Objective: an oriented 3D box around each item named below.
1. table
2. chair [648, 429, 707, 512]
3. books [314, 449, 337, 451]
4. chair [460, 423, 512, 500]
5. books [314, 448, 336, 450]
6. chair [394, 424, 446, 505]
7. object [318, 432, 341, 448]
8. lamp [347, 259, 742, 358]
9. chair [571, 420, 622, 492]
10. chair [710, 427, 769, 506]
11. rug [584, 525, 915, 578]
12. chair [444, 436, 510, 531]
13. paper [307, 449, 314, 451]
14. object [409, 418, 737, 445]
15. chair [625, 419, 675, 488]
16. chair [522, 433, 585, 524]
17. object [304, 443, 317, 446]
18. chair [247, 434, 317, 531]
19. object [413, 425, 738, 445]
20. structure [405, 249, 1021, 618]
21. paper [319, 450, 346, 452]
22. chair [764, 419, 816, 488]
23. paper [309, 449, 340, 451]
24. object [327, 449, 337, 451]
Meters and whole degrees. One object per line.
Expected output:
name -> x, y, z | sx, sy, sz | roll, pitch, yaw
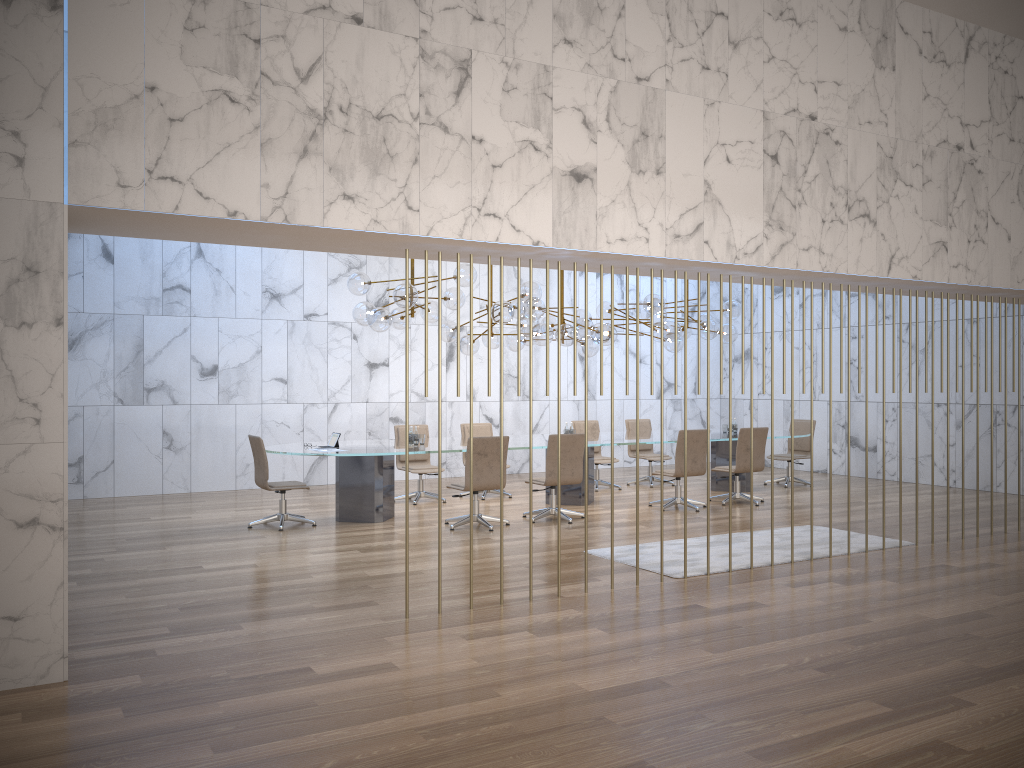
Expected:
table -> 0.752, 1.130, 11.585 | 7.924, 0.835, 2.092 | 0, 0, -30
chair -> 2.095, 1.054, 11.060 | 0.726, 1.000, 0.697 | 0, 0, -30
books -> -1.998, 0.709, 9.559 | 0.205, 0.012, 0.239 | 0, 0, -42
chair -> -0.367, 1.052, 12.229 | 0.726, 1.000, 0.697 | 0, 0, -30
books -> -2.029, 0.704, 9.645 | 0.205, 0.012, 0.126 | 0, 0, -33
chair -> -1.225, 1.052, 11.739 | 0.726, 1.000, 0.697 | 0, 0, -30
object -> -2.071, 0.635, 10.026 | 0.205, 0.159, 0.255 | 0, 0, -30
lamp -> 0.648, -1.683, 11.524 | 5.672, 2.716, 1.557 | 0, 0, -30
chair -> 1.236, 1.051, 13.145 | 0.726, 1.000, 0.697 | 0, 0, -30
chair -> 2.958, 1.053, 11.552 | 0.726, 1.000, 0.697 | 0, 0, -30
rug -> 2.289, 1.542, 8.396 | 3.025, 0.034, 1.320 | 0, 0, -30
chair -> -0.379, 1.055, 9.646 | 0.726, 1.000, 0.697 | 0, 0, -30
paper -> -2.058, 0.714, 9.668 | 0.290, 0.001, 0.210 | 0, 0, -32
object -> 1.024, 0.605, 11.756 | 5.189, 0.213, 0.124 | 0, 0, -30
chair -> 2.105, 1.050, 13.641 | 0.726, 1.000, 0.697 | 0, 0, -30
chair -> 0.489, 1.055, 10.142 | 0.726, 1.000, 0.697 | 0, 0, -30
object -> -2.316, 0.695, 10.186 | 0.134, 0.037, 0.096 | 0, 0, 39
chair -> -2.543, 1.055, 9.713 | 0.697, 1.000, 0.726 | 0, 0, -29
object -> 1.036, 0.653, 11.708 | 5.112, 0.117, 0.183 | 0, 0, -30
structure -> 2.428, 0.328, 7.680 | 7.223, 2.456, 0.023 | 0, 0, -30
paper -> -1.922, 0.714, 9.464 | 0.290, 0.001, 0.210 | 0, 0, -37
chair -> 4.273, 1.050, 13.597 | 0.697, 1.000, 0.726 | 0, 0, -29
paper -> -2.046, 0.713, 9.661 | 0.290, 0.001, 0.210 | 0, 0, -31
object -> -1.923, 0.703, 9.505 | 0.011, 0.011, 0.158 | 0, 0, 35
